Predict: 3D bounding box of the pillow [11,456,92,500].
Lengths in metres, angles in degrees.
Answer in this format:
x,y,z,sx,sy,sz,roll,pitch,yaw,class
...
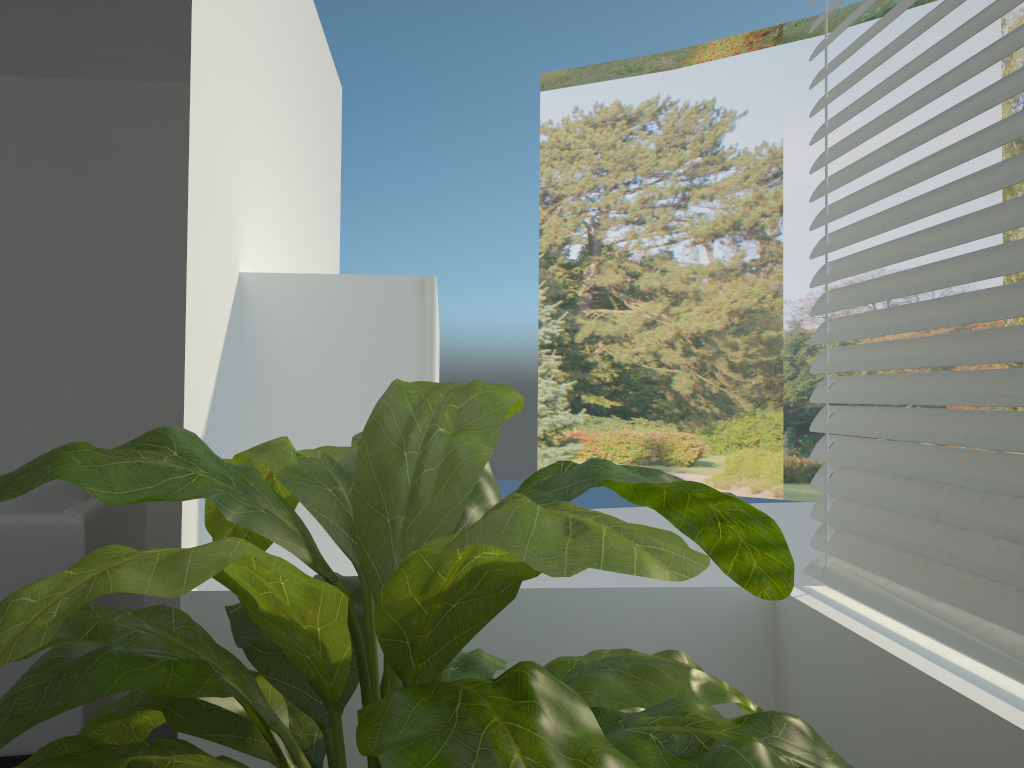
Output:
x,y,z,sx,sy,sz,roll,pitch,yaw,class
-1.809,0.547,3.496,0.497,0.504,0.235,0,-2,16,pillow

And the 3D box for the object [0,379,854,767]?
x,y,z,sx,sy,sz,roll,pitch,yaw,class
-0.133,0.589,0.986,1.026,1.199,1.120,1,-1,-26,object

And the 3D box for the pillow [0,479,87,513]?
x,y,z,sx,sy,sz,roll,pitch,yaw,class
-1.607,0.514,2.902,0.257,0.474,0.464,0,-1,23,pillow

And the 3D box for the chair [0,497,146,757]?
x,y,z,sx,sy,sz,roll,pitch,yaw,class
-1.887,0.794,3.121,0.944,0.817,1.155,1,-1,-14,chair

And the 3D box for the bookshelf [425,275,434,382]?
x,y,z,sx,sy,sz,roll,pitch,yaw,class
-0.531,0.437,3.215,0.501,1.497,2.099,1,-1,-4,bookshelf
